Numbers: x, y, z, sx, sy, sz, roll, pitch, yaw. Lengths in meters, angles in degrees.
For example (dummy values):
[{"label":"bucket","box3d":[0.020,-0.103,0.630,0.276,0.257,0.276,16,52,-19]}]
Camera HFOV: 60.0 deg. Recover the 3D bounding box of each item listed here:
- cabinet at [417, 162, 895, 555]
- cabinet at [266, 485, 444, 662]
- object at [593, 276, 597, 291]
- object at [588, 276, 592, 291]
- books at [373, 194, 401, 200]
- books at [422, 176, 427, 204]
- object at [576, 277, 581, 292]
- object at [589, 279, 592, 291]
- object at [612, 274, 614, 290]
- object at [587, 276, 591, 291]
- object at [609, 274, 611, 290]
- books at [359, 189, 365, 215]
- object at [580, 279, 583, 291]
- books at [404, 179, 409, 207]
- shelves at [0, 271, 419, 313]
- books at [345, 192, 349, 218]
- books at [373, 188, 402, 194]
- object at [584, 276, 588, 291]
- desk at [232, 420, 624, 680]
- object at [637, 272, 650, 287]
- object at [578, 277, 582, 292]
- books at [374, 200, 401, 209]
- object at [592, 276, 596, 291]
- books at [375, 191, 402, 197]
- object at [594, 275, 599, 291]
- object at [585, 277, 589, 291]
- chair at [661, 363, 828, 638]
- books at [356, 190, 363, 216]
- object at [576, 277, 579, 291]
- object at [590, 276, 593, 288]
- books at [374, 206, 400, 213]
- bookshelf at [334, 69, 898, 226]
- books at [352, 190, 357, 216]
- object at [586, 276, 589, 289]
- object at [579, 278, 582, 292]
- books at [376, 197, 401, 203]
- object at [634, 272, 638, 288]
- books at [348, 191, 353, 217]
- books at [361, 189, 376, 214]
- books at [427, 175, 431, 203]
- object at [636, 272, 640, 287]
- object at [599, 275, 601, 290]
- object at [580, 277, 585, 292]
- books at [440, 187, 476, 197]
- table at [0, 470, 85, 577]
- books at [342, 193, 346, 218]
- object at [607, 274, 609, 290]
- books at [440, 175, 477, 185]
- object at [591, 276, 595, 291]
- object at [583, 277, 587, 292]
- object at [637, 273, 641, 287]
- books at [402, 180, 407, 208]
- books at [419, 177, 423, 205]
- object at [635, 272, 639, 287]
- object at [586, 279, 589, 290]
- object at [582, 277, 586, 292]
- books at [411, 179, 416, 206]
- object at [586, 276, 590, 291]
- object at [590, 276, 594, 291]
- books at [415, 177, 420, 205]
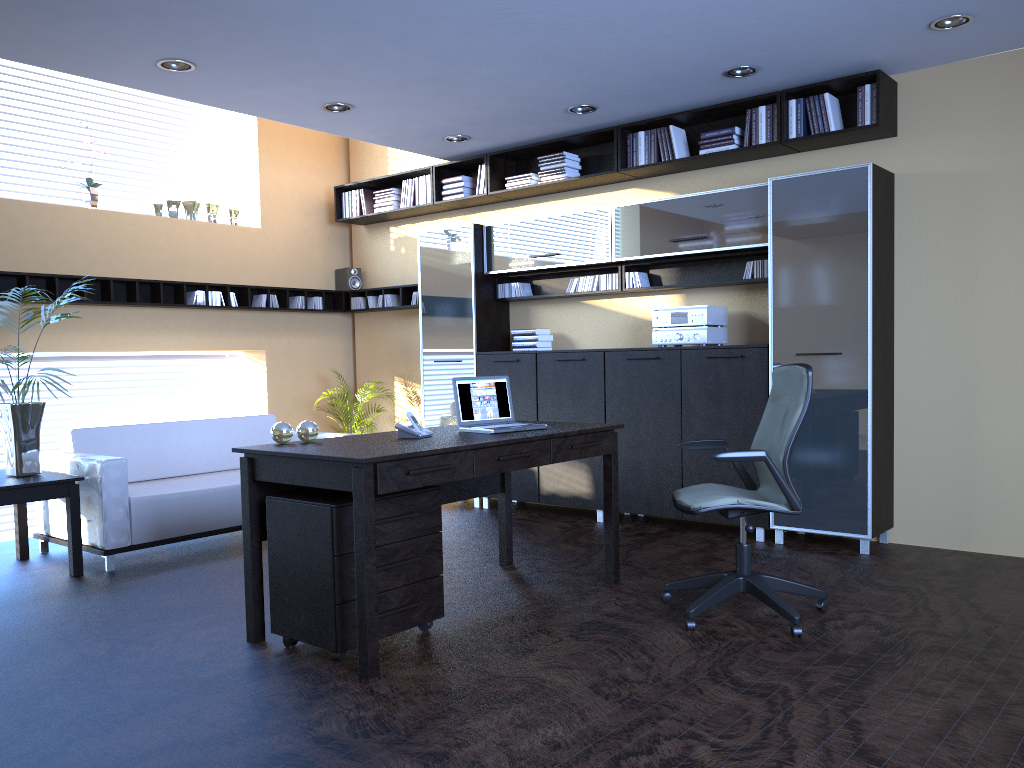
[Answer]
[{"label":"cabinet","box3d":[0.832,-0.148,6.805,3.875,2.402,0.490,0,3,39]},{"label":"cabinet","box3d":[-0.693,0.827,4.044,0.500,0.681,0.634,1,3,39]},{"label":"object","box3d":[0.699,-0.795,7.021,0.036,0.116,0.140,1,3,39]},{"label":"object","box3d":[0.659,-0.795,7.052,0.036,0.116,0.140,1,3,39]},{"label":"books","box3d":[-1.145,-1.752,8.356,0.258,0.028,0.207,0,2,40]},{"label":"books","box3d":[-0.720,-1.735,8.010,0.050,0.259,0.207,1,4,40]},{"label":"object","box3d":[0.574,-0.796,7.124,0.040,0.118,0.142,1,3,39]},{"label":"object","box3d":[0.662,-0.795,7.056,0.040,0.118,0.142,1,3,39]},{"label":"object","box3d":[0.824,-0.795,6.927,0.009,0.120,0.142,1,3,39]},{"label":"object","box3d":[0.650,-0.795,7.058,0.040,0.118,0.142,1,3,39]},{"label":"object","box3d":[0.804,-0.795,6.934,0.009,0.120,0.142,1,3,39]},{"label":"books","box3d":[-1.370,-1.737,8.555,0.075,0.260,0.207,1,4,39]},{"label":"object","box3d":[0.600,-0.795,7.107,0.036,0.116,0.140,1,3,40]},{"label":"books","box3d":[-0.899,-1.736,8.158,0.075,0.260,0.207,1,4,40]},{"label":"shelves","box3d":[-3.306,-0.710,6.187,1.249,0.213,6.616,0,2,39]},{"label":"books","box3d":[-1.540,-1.738,8.693,0.050,0.259,0.207,1,4,39]},{"label":"books","box3d":[-1.144,-1.809,8.370,0.258,0.028,0.207,0,2,39]},{"label":"object","box3d":[0.632,-0.796,7.083,0.040,0.118,0.142,1,3,40]},{"label":"desk","box3d":[-0.309,0.701,4.487,0.913,0.892,1.893,1,3,39]},{"label":"object","box3d":[1.007,-0.793,6.777,0.040,0.118,0.142,1,3,39]},{"label":"object","box3d":[0.584,-0.795,7.120,0.036,0.116,0.140,1,3,39]},{"label":"books","box3d":[-1.140,-1.683,8.369,0.258,0.050,0.207,0,2,39]},{"label":"object","box3d":[0.693,-0.795,7.031,0.040,0.118,0.142,1,3,39]},{"label":"books","box3d":[-1.126,-1.781,8.359,0.258,0.028,0.207,0,2,39]},{"label":"object","box3d":[0.708,-0.795,7.017,0.040,0.118,0.142,1,3,39]},{"label":"object","box3d":[0.636,-0.795,7.071,0.036,0.116,0.140,1,3,39]},{"label":"chair","box3d":[1.155,0.512,4.298,0.768,1.217,0.831,-1,3,-4]},{"label":"books","box3d":[-1.421,-1.737,8.593,0.050,0.259,0.207,1,4,39]},{"label":"object","box3d":[0.566,-0.796,7.130,0.040,0.118,0.142,1,3,39]},{"label":"object","box3d":[0.672,-0.796,7.053,0.040,0.118,0.142,1,3,39]},{"label":"books","box3d":[-1.134,-1.632,8.361,0.258,0.050,0.207,0,2,40]},{"label":"bookshelf","box3d":[0.368,-1.753,7.151,5.123,0.341,0.361,0,3,39]},{"label":"books","box3d":[-1.461,-1.737,8.625,0.050,0.259,0.207,1,4,40]},{"label":"object","box3d":[0.639,-0.795,7.076,0.040,0.118,0.142,1,3,39]},{"label":"object","box3d":[0.590,-0.795,7.111,0.036,0.116,0.140,1,3,39]},{"label":"books","box3d":[-1.123,-1.724,8.367,0.258,0.028,0.207,0,2,39]},{"label":"object","box3d":[0.985,-0.794,6.790,0.030,0.120,0.142,1,3,39]},{"label":"books","box3d":[-1.507,-1.737,8.652,0.050,0.259,0.207,1,4,38]},{"label":"books","box3d":[-1.349,-1.737,8.531,0.075,0.260,0.207,1,4,39]},{"label":"books","box3d":[-0.679,-1.735,7.978,0.050,0.259,0.207,1,4,39]},{"label":"object","box3d":[0.995,-0.794,6.786,0.030,0.120,0.142,1,3,39]},{"label":"object","box3d":[0.734,-0.795,6.992,0.009,0.120,0.142,1,3,39]},{"label":"object","box3d":[0.604,-0.795,7.097,0.040,0.118,0.142,1,3,39]},{"label":"books","box3d":[-0.466,-1.681,7.809,0.258,0.050,0.207,0,2,39]},{"label":"table","box3d":[-3.543,0.901,4.965,0.897,0.604,1.893,1,3,39]},{"label":"books","box3d":[-1.582,-1.738,8.724,0.050,0.259,0.207,1,4,39]},{"label":"object","box3d":[0.788,-0.795,6.946,0.009,0.120,0.142,1,3,39]},{"label":"books","box3d":[-0.471,-1.783,7.814,0.258,0.050,0.207,0,2,39]},{"label":"object","box3d":[0.686,-0.795,7.038,0.040,0.118,0.142,1,3,39]},{"label":"object","box3d":[0.622,-0.795,7.087,0.040,0.118,0.142,1,3,39]},{"label":"object","box3d":[1.006,-0.793,6.775,0.036,0.116,0.140,1,3,40]},{"label":"books","box3d":[-0.923,-1.736,8.179,0.075,0.260,0.207,1,4,39]},{"label":"books","box3d":[-0.755,-1.736,8.049,0.050,0.259,0.207,1,4,39]},{"label":"object","box3d":[0.994,-0.794,6.784,0.026,0.118,0.140,1,3,40]},{"label":"object","box3d":[0.646,-0.795,7.069,0.040,0.118,0.142,1,3,39]},{"label":"object","box3d":[0.616,-0.795,7.095,0.036,0.116,0.140,1,3,39]},{"label":"books","box3d":[-0.839,-1.736,8.130,0.075,0.260,0.207,1,4,39]},{"label":"object","box3d":[0.645,-0.795,7.067,0.036,0.116,0.140,1,3,39]},{"label":"object","box3d":[0.675,-0.795,7.041,0.040,0.118,0.142,1,3,39]},{"label":"books","box3d":[-0.795,-1.736,8.082,0.050,0.259,0.207,1,4,40]}]
